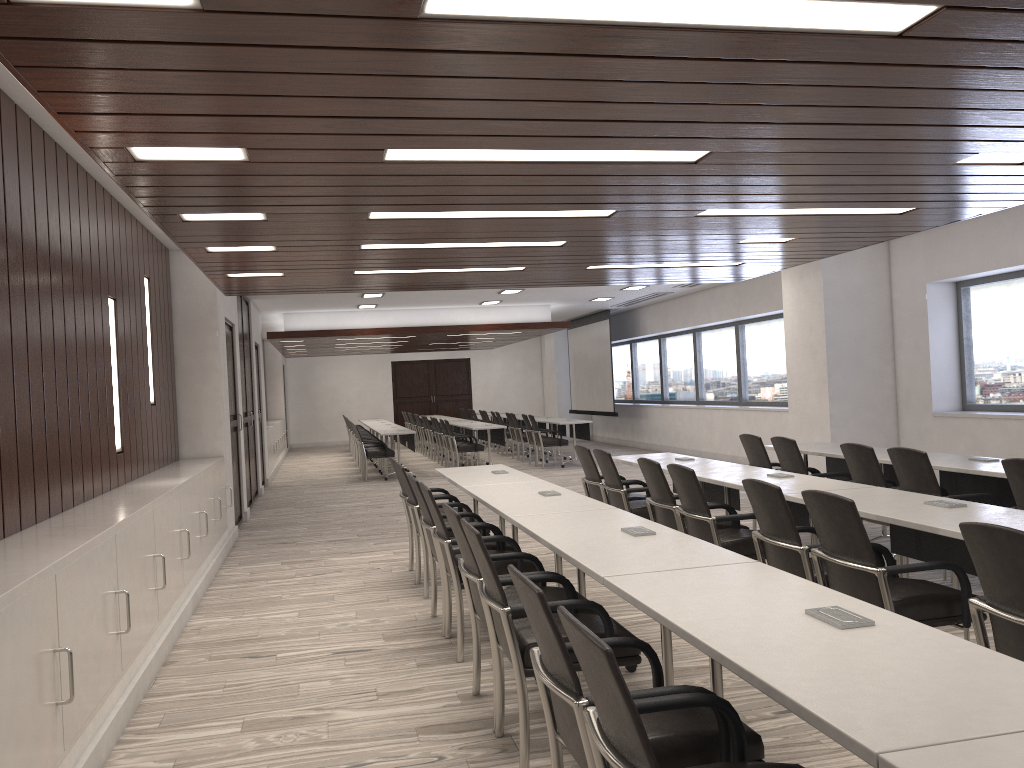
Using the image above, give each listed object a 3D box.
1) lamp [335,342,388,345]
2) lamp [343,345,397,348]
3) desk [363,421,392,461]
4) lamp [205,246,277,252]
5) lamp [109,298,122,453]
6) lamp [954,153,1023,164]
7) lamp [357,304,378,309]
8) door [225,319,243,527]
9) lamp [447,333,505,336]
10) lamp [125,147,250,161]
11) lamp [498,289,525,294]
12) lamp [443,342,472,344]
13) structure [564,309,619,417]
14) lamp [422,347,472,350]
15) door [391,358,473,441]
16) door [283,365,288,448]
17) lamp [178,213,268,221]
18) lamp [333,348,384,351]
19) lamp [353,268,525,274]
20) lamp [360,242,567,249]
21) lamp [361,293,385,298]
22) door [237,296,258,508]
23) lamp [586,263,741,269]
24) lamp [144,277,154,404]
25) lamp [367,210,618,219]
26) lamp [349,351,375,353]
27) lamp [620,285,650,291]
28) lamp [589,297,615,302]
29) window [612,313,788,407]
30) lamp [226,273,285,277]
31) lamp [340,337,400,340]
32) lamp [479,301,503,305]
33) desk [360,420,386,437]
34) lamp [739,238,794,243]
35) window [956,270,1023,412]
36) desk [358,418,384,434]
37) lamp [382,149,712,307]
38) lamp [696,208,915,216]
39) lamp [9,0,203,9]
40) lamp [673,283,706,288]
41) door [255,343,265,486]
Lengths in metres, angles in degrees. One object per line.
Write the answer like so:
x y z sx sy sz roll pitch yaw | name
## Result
-2.853 -0.863 18.096 1.496 0.045 0.236 -3 0 -12 | lamp
-3.130 -0.845 19.386 1.496 0.045 0.236 -3 0 -12 | lamp
-2.947 1.248 19.634 0.577 0.795 1.509 -3 0 -12 | desk
-1.846 -0.945 6.042 0.464 0.045 0.236 -3 0 -12 | lamp
-2.779 -0.057 6.085 0.094 1.058 0.236 -3 0 -12 | lamp
2.479 -1.169 4.498 0.421 0.046 0.236 -3 0 -12 | lamp
-2.461 -1.368 15.067 0.324 0.120 0.519 -3 0 -12 | lamp
-3.176 0.452 9.939 0.200 2.323 1.163 -3 0 -12 | door
-0.518 -0.985 17.023 1.496 0.045 0.236 -3 0 -12 | lamp
-1.338 -0.977 3.676 0.464 0.045 0.236 -3 0 -12 | lamp
-0.014 -1.496 13.843 0.324 0.120 0.519 -3 0 -12 | lamp
-1.118 -0.947 19.819 1.496 0.045 0.236 -3 0 -12 | lamp
1.723 -0.472 19.851 0.438 2.329 3.550 -3 0 -12 | structure
-1.625 -0.915 22.185 1.496 0.045 0.236 -3 0 -12 | lamp
-2.318 0.449 25.987 2.329 2.323 0.200 -3 0 -12 | door
-6.187 0.641 23.971 0.200 2.323 1.163 -3 0 -12 | door
-1.615 -0.960 4.967 0.464 0.045 0.236 -3 0 -12 | lamp
-3.361 -0.831 20.462 1.496 0.045 0.236 -3 0 -12 | lamp
-0.613 -1.004 7.657 1.496 0.045 0.236 -3 0 -12 | lamp
-0.336 -1.021 6.367 1.496 0.045 0.236 -3 0 -12 | lamp
-2.102 -1.391 13.394 0.324 0.120 0.519 -3 0 -12 | lamp
-3.639 0.197 12.029 0.200 2.889 2.327 -3 0 -12 | door
1.399 -1.105 8.090 1.496 0.045 0.236 -3 0 -12 | lamp
-3.072 -0.358 7.376 0.094 1.058 0.236 -3 0 -12 | lamp
-0.106 -1.036 5.291 1.496 0.045 0.236 -3 0 -12 | lamp
-3.638 -0.813 21.752 1.496 0.045 0.236 -3 0 -12 | lamp
1.970 -1.596 14.270 0.324 0.120 0.519 -3 0 -12 | lamp
1.611 -1.574 15.943 0.324 0.120 0.519 -3 0 -12 | lamp
3.506 -0.324 16.647 0.118 1.419 10.452 -3 0 -12 | window
-2.123 -0.928 7.332 0.464 0.045 0.236 -3 0 -12 | lamp
-2.530 -0.883 16.590 1.496 0.045 0.236 -3 0 -12 | lamp
-0.373 -1.474 15.516 0.324 0.120 0.519 -3 0 -12 | lamp
-3.267 1.268 21.125 0.577 0.795 1.509 -3 0 -12 | desk
1.971 -1.137 6.863 0.421 0.046 0.236 -3 0 -12 | lamp
5.712 -0.463 6.368 0.118 1.419 6.968 -3 0 -12 | window
-3.587 1.288 22.614 0.577 0.795 1.509 -3 0 -12 | desk
1.399 -1.352 10.637 1.469 0.552 14.295 -3 0 11 | lamp
1.907 -1.137 5.724 1.496 0.045 0.236 -3 0 -12 | lamp
-1.015 -0.997 2.170 0.464 0.045 0.236 -3 0 -12 | lamp
2.931 -1.436 8.587 1.499 0.552 12.001 -3 0 4 | lamp
-4.072 0.508 14.114 0.200 2.323 1.163 -3 0 -12 | door
